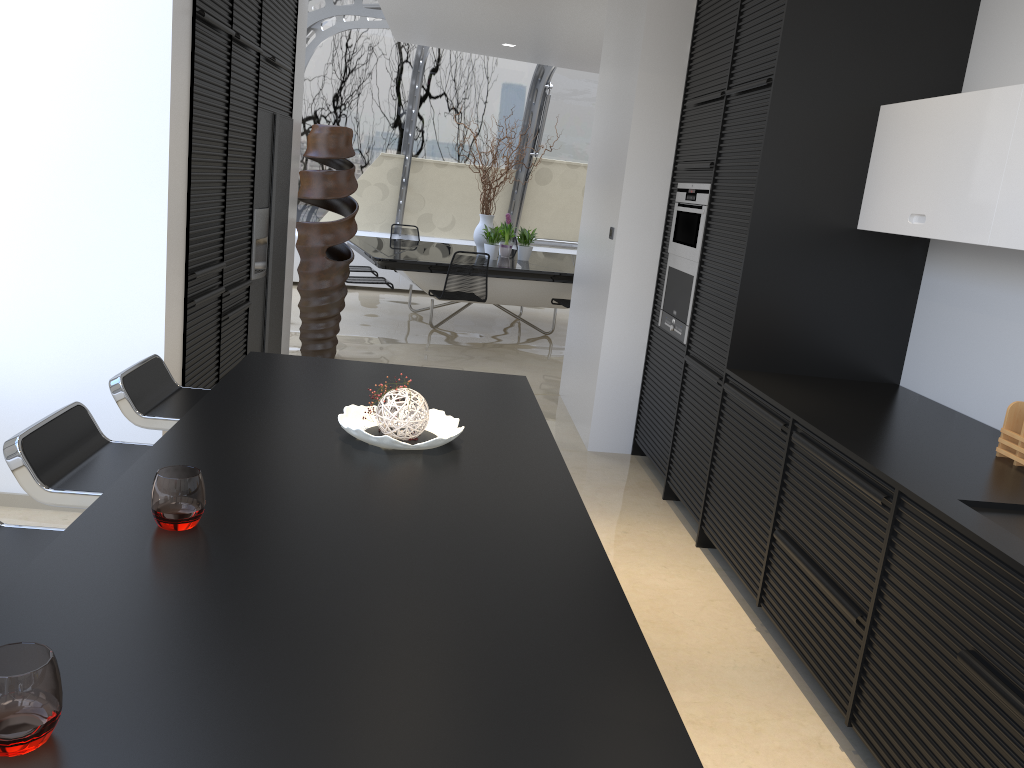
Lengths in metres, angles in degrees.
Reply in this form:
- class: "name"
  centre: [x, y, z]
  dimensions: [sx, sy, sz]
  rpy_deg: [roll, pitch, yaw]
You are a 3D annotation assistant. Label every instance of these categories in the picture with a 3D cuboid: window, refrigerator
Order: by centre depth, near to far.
- class: "refrigerator"
  centre: [-1.603, -0.787, 5.503]
  dimensions: [0.234, 1.742, 1.006]
  rpy_deg: [5, 13, -6]
- class: "window"
  centre: [3.960, -0.799, 6.010]
  dimensions: [16.171, 3.674, 16.693]
  rpy_deg: [3, 13, -13]

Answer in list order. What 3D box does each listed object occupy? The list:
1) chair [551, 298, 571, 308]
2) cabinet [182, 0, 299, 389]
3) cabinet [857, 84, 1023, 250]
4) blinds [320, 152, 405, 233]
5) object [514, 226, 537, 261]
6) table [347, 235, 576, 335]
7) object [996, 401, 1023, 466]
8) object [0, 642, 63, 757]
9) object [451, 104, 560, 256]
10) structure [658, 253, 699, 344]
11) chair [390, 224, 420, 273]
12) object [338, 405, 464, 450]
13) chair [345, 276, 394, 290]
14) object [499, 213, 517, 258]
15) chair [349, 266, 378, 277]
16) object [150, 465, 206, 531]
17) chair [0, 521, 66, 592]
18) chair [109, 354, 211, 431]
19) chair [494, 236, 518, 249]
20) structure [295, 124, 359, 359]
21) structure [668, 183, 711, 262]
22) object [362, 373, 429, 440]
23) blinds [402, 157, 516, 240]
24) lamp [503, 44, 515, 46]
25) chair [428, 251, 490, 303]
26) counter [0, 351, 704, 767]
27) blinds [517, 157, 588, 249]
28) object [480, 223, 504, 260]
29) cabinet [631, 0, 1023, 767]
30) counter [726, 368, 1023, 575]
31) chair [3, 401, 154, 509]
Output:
- class: "chair"
  centre: [0.730, -0.971, 8.724]
  dimensions: [0.446, 0.519, 0.688]
  rpy_deg: [2, 13, -19]
- class: "cabinet"
  centre: [-1.821, -1.008, 4.822]
  dimensions: [0.831, 2.558, 2.252]
  rpy_deg: [5, 13, -5]
- class: "cabinet"
  centre: [1.849, -0.478, 1.989]
  dimensions: [0.343, 0.515, 3.741]
  rpy_deg: [5, 13, -6]
- class: "blinds"
  centre: [-2.456, -2.015, 11.603]
  dimensions: [1.829, 2.118, 0.663]
  rpy_deg: [2, 13, -19]
- class: "object"
  centre: [0.145, -1.515, 9.530]
  dimensions: [0.284, 0.369, 0.215]
  rpy_deg: [10, 13, 14]
- class: "table"
  centre: [-0.239, -1.030, 9.762]
  dimensions: [3.031, 0.759, 2.494]
  rpy_deg: [2, 13, -19]
- class: "object"
  centre: [1.649, 0.185, 2.800]
  dimensions: [0.104, 0.223, 0.200]
  rpy_deg: [5, 13, -5]
- class: "object"
  centre: [-0.572, 0.365, 1.023]
  dimensions: [0.095, 0.106, 0.095]
  rpy_deg: [10, 13, 14]
- class: "object"
  centre: [-0.099, -2.107, 9.331]
  dimensions: [1.135, 1.549, 1.031]
  rpy_deg: [0, 14, -26]
- class: "structure"
  centre: [0.897, -0.475, 4.802]
  dimensions: [0.023, 0.420, 0.592]
  rpy_deg: [5, 13, -5]
- class: "chair"
  centre: [-1.243, -1.625, 10.632]
  dimensions: [0.446, 0.519, 0.688]
  rpy_deg: [2, 13, -19]
- class: "object"
  centre: [-0.297, 0.126, 2.384]
  dimensions: [0.334, 0.078, 0.329]
  rpy_deg: [2, 13, -19]
- class: "chair"
  centre: [-1.529, -1.244, 8.806]
  dimensions: [0.688, 0.519, 0.446]
  rpy_deg: [2, 13, -19]
- class: "object"
  centre: [-0.079, -1.651, 9.791]
  dimensions: [0.238, 0.476, 0.417]
  rpy_deg: [8, 13, 9]
- class: "chair"
  centre: [-1.811, -1.468, 9.658]
  dimensions: [0.688, 0.519, 0.446]
  rpy_deg: [2, 13, -19]
- class: "object"
  centre: [-0.625, 0.215, 1.660]
  dimensions: [0.095, 0.106, 0.095]
  rpy_deg: [5, 13, -8]
- class: "chair"
  centre: [-0.965, 0.651, 1.740]
  dimensions: [0.460, 0.857, 0.418]
  rpy_deg: [5, 13, -5]
- class: "chair"
  centre: [-1.050, 0.366, 2.958]
  dimensions: [0.460, 0.857, 0.418]
  rpy_deg: [5, 13, -5]
- class: "chair"
  centre: [-0.035, -1.581, 11.042]
  dimensions: [0.446, 0.519, 0.688]
  rpy_deg: [2, 13, -19]
- class: "structure"
  centre: [-1.486, -1.098, 7.037]
  dimensions: [0.493, 1.843, 0.498]
  rpy_deg: [5, 13, -8]
- class: "structure"
  centre: [0.938, -0.868, 4.714]
  dimensions: [0.061, 0.388, 0.592]
  rpy_deg: [5, 13, -6]
- class: "object"
  centre: [-0.296, 0.064, 2.381]
  dimensions: [0.190, 0.191, 0.165]
  rpy_deg: [11, 14, 21]
- class: "blinds"
  centre: [-0.720, -2.432, 11.890]
  dimensions: [1.430, 1.027, 0.329]
  rpy_deg: [2, 13, -19]
- class: "lamp"
  centre: [6.016, -2.098, 6.094]
  dimensions: [9.928, 0.004, 9.775]
  rpy_deg: [2, 13, -18]
- class: "chair"
  centre: [-0.478, -1.014, 8.314]
  dimensions: [0.446, 0.519, 0.688]
  rpy_deg: [2, 13, -19]
- class: "counter"
  centre: [-0.286, 0.369, 1.420]
  dimensions: [1.006, 0.018, 3.800]
  rpy_deg: [5, 13, -6]
- class: "blinds"
  centre: [0.758, -2.463, 12.339]
  dimensions: [1.376, 1.214, 0.387]
  rpy_deg: [2, 13, -19]
- class: "object"
  centre: [-0.201, -1.479, 9.200]
  dimensions: [0.284, 0.369, 0.215]
  rpy_deg: [11, 13, 19]
- class: "cabinet"
  centre: [1.513, -0.345, 2.724]
  dimensions: [0.831, 2.901, 5.157]
  rpy_deg: [5, 13, -6]
- class: "counter"
  centre: [1.505, 0.405, 2.169]
  dimensions: [0.804, 0.025, 3.738]
  rpy_deg: [5, 13, -6]
- class: "chair"
  centre: [-1.006, 0.514, 2.325]
  dimensions: [0.460, 0.857, 0.418]
  rpy_deg: [5, 13, -5]
